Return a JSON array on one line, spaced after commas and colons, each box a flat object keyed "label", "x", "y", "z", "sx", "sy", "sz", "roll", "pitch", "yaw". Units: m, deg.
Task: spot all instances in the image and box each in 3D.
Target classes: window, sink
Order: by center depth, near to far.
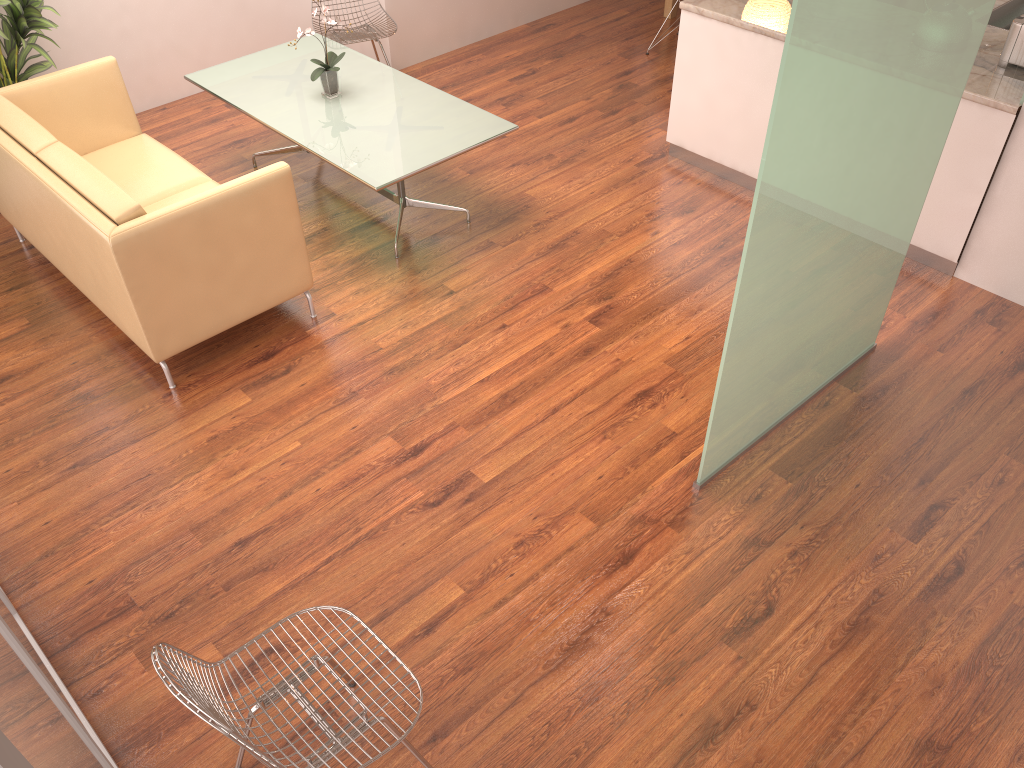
[{"label": "window", "x": -1.071, "y": 0.069, "z": 1.453, "sx": 0.060, "sy": 3.442, "sz": 8.366, "roll": -34, "pitch": 52, "yaw": -30}, {"label": "sink", "x": 2.857, "y": -1.915, "z": 4.619, "sx": 0.626, "sy": 0.402, "sz": 0.602, "roll": -33, "pitch": 52, "yaw": -29}]

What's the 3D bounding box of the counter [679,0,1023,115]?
[{"label": "counter", "x": 2.261, "y": -3.164, "z": 5.007, "sx": 2.990, "sy": 1.417, "sz": 3.142, "roll": -33, "pitch": 52, "yaw": -29}]

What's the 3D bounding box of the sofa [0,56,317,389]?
[{"label": "sofa", "x": -1.884, "y": -0.899, "z": 4.418, "sx": 0.856, "sy": 0.879, "sz": 1.760, "roll": -34, "pitch": 52, "yaw": -30}]

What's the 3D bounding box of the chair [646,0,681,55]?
[{"label": "chair", "x": 1.324, "y": -2.843, "z": 6.385, "sx": 0.676, "sy": 0.903, "sz": 0.619, "roll": 22, "pitch": 48, "yaw": 23}]

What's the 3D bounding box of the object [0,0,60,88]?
[{"label": "object", "x": -2.958, "y": -2.054, "z": 4.714, "sx": 1.065, "sy": 2.208, "sz": 0.934, "roll": -22, "pitch": 47, "yaw": -21}]

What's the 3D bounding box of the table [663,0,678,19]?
[{"label": "table", "x": 2.338, "y": -3.539, "z": 7.136, "sx": 2.021, "sy": 0.851, "sz": 1.002, "roll": -32, "pitch": 51, "yaw": -29}]

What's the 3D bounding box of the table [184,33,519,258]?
[{"label": "table", "x": -0.941, "y": -1.368, "z": 5.104, "sx": 0.916, "sy": 0.588, "sz": 1.828, "roll": -34, "pitch": 52, "yaw": -30}]

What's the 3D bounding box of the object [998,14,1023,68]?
[{"label": "object", "x": 2.444, "y": -1.587, "z": 4.142, "sx": 0.149, "sy": 0.212, "sz": 0.231, "roll": -33, "pitch": 52, "yaw": -30}]

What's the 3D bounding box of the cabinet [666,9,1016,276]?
[{"label": "cabinet", "x": 3.148, "y": -2.827, "z": 5.230, "sx": 4.139, "sy": 2.390, "sz": 1.869, "roll": -32, "pitch": 51, "yaw": -29}]

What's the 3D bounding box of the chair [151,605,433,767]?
[{"label": "chair", "x": -0.569, "y": 0.886, "z": 2.430, "sx": 0.547, "sy": 0.945, "sz": 0.531, "roll": -33, "pitch": 52, "yaw": -29}]

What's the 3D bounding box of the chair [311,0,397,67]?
[{"label": "chair", "x": -1.074, "y": -2.409, "z": 5.958, "sx": 0.538, "sy": 0.945, "sz": 0.539, "roll": -17, "pitch": 45, "yaw": -16}]

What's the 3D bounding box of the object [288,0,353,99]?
[{"label": "object", "x": -0.986, "y": -1.861, "z": 4.747, "sx": 0.292, "sy": 0.618, "sz": 0.360, "roll": 31, "pitch": 52, "yaw": 29}]
